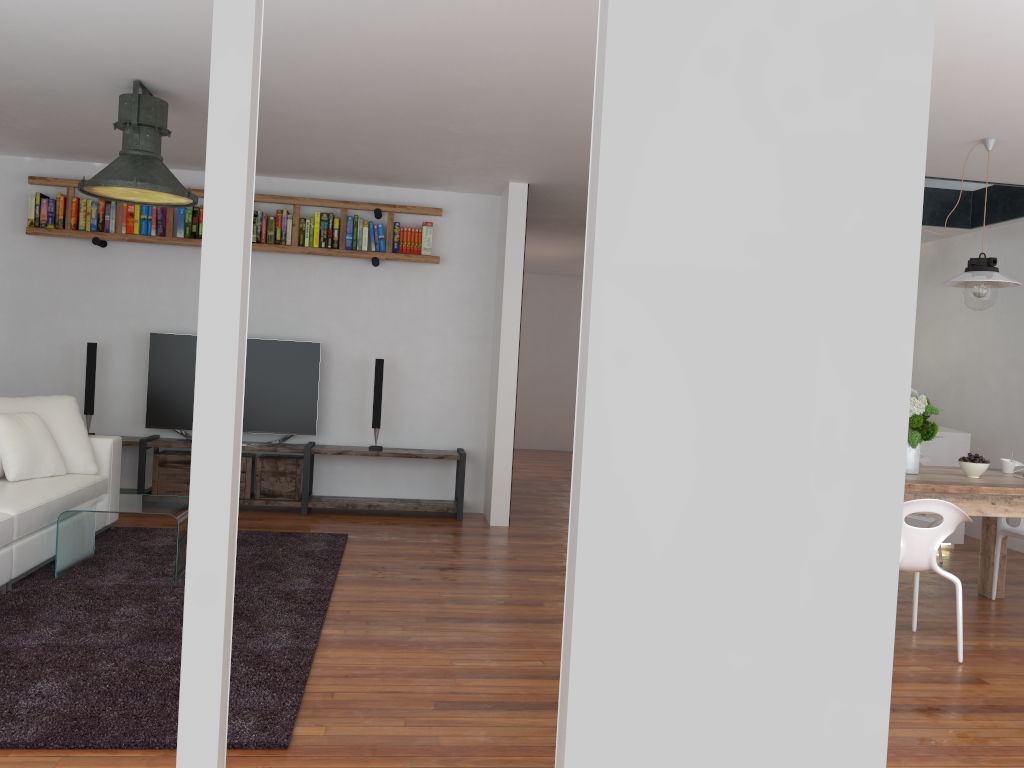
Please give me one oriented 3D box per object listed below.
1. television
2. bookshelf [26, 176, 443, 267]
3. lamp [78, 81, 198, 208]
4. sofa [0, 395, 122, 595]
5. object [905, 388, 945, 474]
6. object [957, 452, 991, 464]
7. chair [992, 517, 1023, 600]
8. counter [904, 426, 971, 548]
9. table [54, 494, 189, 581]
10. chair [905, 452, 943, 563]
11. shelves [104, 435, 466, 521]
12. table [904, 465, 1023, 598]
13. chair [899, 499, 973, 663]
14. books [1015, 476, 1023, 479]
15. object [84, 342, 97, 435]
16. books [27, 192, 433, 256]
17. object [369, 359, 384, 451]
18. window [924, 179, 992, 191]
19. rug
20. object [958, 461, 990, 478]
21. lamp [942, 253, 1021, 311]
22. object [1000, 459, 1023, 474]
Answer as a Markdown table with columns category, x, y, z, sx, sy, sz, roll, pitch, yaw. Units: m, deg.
| category | x | y | z | sx | sy | sz | roll | pitch | yaw |
| --- | --- | --- | --- | --- | --- | --- | --- | --- | --- |
| television | -2.063 | 0.048 | 6.591 | 1.230 | 0.786 | 0.298 | 3 | 1 | -7 |
| bookshelf | -2.028 | -1.190 | 6.649 | 2.983 | 0.465 | 0.161 | 3 | 1 | -7 |
| lamp | -1.912 | -1.245 | 4.583 | 0.572 | 0.561 | 0.572 | 3 | 1 | -3 |
| sofa | -2.736 | 0.518 | 3.964 | 0.987 | 0.842 | 3.086 | 3 | 1 | -7 |
| object | 2.041 | 0.224 | 4.652 | 0.371 | 0.476 | 0.432 | 4 | 1 | 34 |
| object | 2.396 | 0.394 | 4.599 | 0.159 | 0.095 | 0.141 | 3 | 1 | -22 |
| chair | 3.032 | 0.892 | 4.862 | 0.505 | 0.710 | 0.577 | 3 | 1 | -12 |
| counter | 2.154 | 0.708 | 6.848 | 2.289 | 0.903 | 0.956 | 3 | 1 | -7 |
| table | -1.965 | 0.786 | 4.605 | 0.565 | 0.337 | 0.551 | 3 | 1 | -7 |
| chair | 2.790 | 0.827 | 6.175 | 0.428 | 0.765 | 0.492 | 4 | 1 | 38 |
| shelves | -2.101 | 0.671 | 6.598 | 3.473 | 0.506 | 0.414 | 3 | 1 | -7 |
| table | 1.988 | 0.828 | 4.637 | 1.910 | 0.735 | 0.969 | 3 | 1 | -7 |
| chair | 1.753 | 0.837 | 4.025 | 0.577 | 0.710 | 0.505 | 3 | 1 | -2 |
| books | 2.803 | 0.489 | 4.647 | 0.218 | 0.035 | 0.267 | 3 | 1 | 7 |
| object | -3.049 | 0.044 | 6.411 | 0.089 | 0.687 | 0.089 | 3 | 1 | -22 |
| books | -0.673 | -1.976 | 7.045 | 5.671 | 1.974 | 0.733 | 3 | 1 | -18 |
| object | -1.006 | 0.155 | 6.657 | 0.089 | 0.687 | 0.089 | 3 | 1 | 3 |
| window | 2.520 | -1.608 | 6.306 | 2.700 | 0.035 | 1.546 | 3 | 1 | -7 |
| rug | -1.810 | 0.983 | 4.098 | 1.895 | 0.019 | 3.193 | 3 | 1 | -7 |
| object | 2.393 | 0.444 | 4.600 | 0.146 | 0.079 | 0.146 | 3 | 1 | 1 |
| lamp | 2.468 | -0.539 | 4.668 | 0.372 | 0.306 | 0.372 | 4 | 2 | 44 |
| object | 2.786 | 0.460 | 4.943 | 0.127 | 0.078 | 0.082 | 3 | 1 | -2 |
